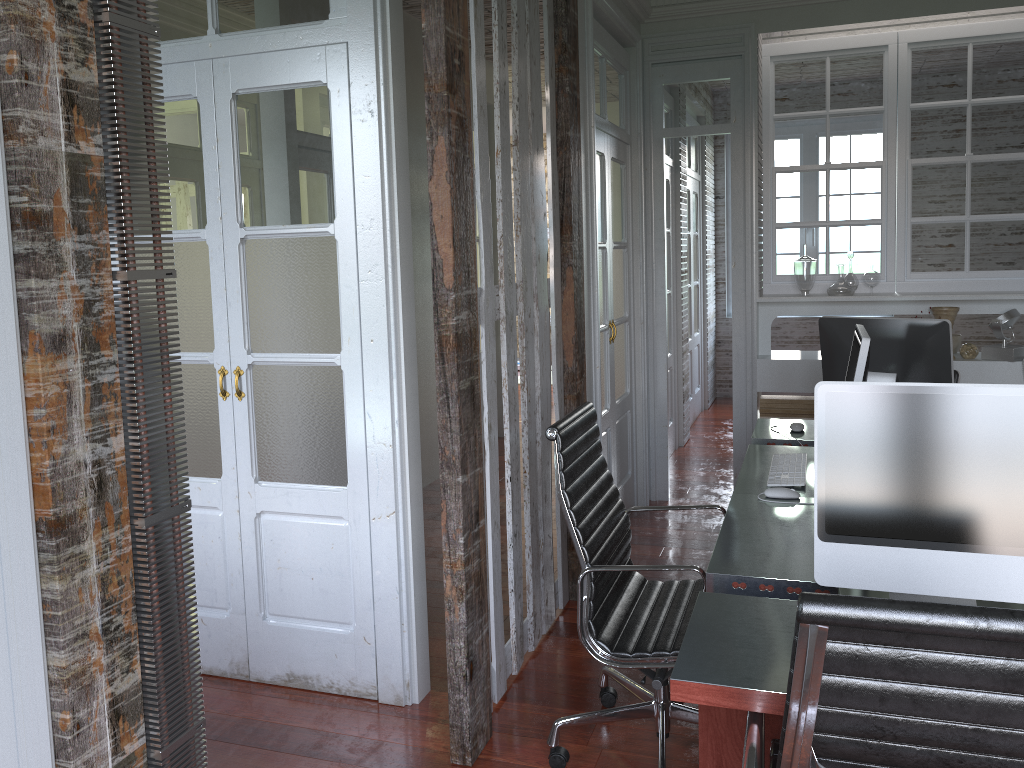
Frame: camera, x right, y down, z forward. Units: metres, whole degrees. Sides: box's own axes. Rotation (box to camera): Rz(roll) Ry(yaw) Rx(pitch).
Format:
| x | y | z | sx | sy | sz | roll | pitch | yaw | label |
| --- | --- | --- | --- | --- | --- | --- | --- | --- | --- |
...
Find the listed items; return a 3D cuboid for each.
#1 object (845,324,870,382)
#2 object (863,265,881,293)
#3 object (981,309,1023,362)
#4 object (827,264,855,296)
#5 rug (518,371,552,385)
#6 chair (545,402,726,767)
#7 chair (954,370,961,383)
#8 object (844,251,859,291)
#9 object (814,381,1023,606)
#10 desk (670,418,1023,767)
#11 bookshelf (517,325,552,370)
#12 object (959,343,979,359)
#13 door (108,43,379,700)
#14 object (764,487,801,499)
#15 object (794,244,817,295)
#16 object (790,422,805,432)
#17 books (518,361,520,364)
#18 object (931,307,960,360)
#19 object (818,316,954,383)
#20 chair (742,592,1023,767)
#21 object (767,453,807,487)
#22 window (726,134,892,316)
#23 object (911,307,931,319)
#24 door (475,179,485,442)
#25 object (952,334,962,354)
| x | y | z | sx | sy | sz | roll | pitch | yaw | label |
| --- | --- | --- | --- | --- | --- | --- | --- | --- | --- |
| 1.133 | 0.065 | 2.893 | 0.189 | 0.482 | 0.486 | 0 | 7 | 19 | object |
| 2.048 | -0.583 | 5.041 | 0.094 | 0.187 | 0.094 | -2 | 6 | -6 | object |
| 2.623 | -0.266 | 4.706 | 0.188 | 0.271 | 0.167 | -6 | 8 | -36 | object |
| 1.835 | -0.568 | 4.941 | 0.148 | 0.199 | 0.149 | -2 | 6 | 2 | object |
| 0.575 | -0.074 | 10.488 | 1.068 | 0.016 | 1.074 | 1 | 9 | 19 | rug |
| 0.451 | 0.601 | 2.566 | 0.699 | 1.017 | 0.669 | 0 | 6 | 13 | chair |
| 1.666 | 0.406 | 3.976 | 0.603 | 0.914 | 0.476 | -7 | 8 | -41 | chair |
| 1.924 | -0.620 | 5.032 | 0.088 | 0.270 | 0.088 | 0 | 6 | 14 | object |
| 0.865 | 0.238 | 1.786 | 0.484 | 0.482 | 0.190 | 1 | 6 | 19 | object |
| 1.315 | 0.713 | 2.589 | 1.300 | 0.723 | 2.523 | 1 | 9 | 19 | desk |
| 0.528 | -0.461 | 11.296 | 1.400 | 0.547 | 0.402 | 1 | 7 | 19 | bookshelf |
| 2.462 | -0.179 | 4.771 | 0.091 | 0.087 | 0.093 | -7 | 8 | -34 | object |
| -0.968 | -0.017 | 3.089 | 1.057 | 2.168 | 0.041 | 0 | 6 | 19 | door |
| 0.826 | 0.332 | 2.705 | 0.106 | 0.028 | 0.059 | 1 | 8 | 18 | object |
| 1.680 | -0.642 | 5.073 | 0.129 | 0.314 | 0.129 | 4 | 8 | 44 | object |
| 1.181 | 0.176 | 3.667 | 0.059 | 0.028 | 0.107 | 1 | 9 | 18 | object |
| 0.006 | -0.284 | 11.468 | 0.224 | 0.028 | 0.307 | -2 | 8 | 0 | books |
| 2.344 | -0.275 | 4.796 | 0.143 | 0.277 | 0.144 | 2 | 7 | 33 | object |
| 1.392 | -0.009 | 3.332 | 0.485 | 0.482 | 0.190 | 5 | 9 | 44 | object |
| 0.674 | 0.755 | 1.479 | 0.665 | 1.017 | 0.703 | 1 | 7 | 23 | chair |
| 0.939 | 0.289 | 3.011 | 0.118 | 0.017 | 0.441 | 1 | 9 | 19 | object |
| 2.858 | -1.556 | 8.541 | 1.539 | 1.928 | 0.128 | 1 | 6 | 19 | window |
| 2.222 | -0.274 | 4.786 | 0.128 | 0.286 | 0.129 | -3 | 6 | -14 | object |
| -0.378 | -0.519 | 6.676 | 0.041 | 2.075 | 1.083 | 0 | 6 | 19 | door |
| 2.459 | -0.249 | 5.026 | 0.159 | 0.152 | 0.217 | -1 | 7 | 4 | object |
